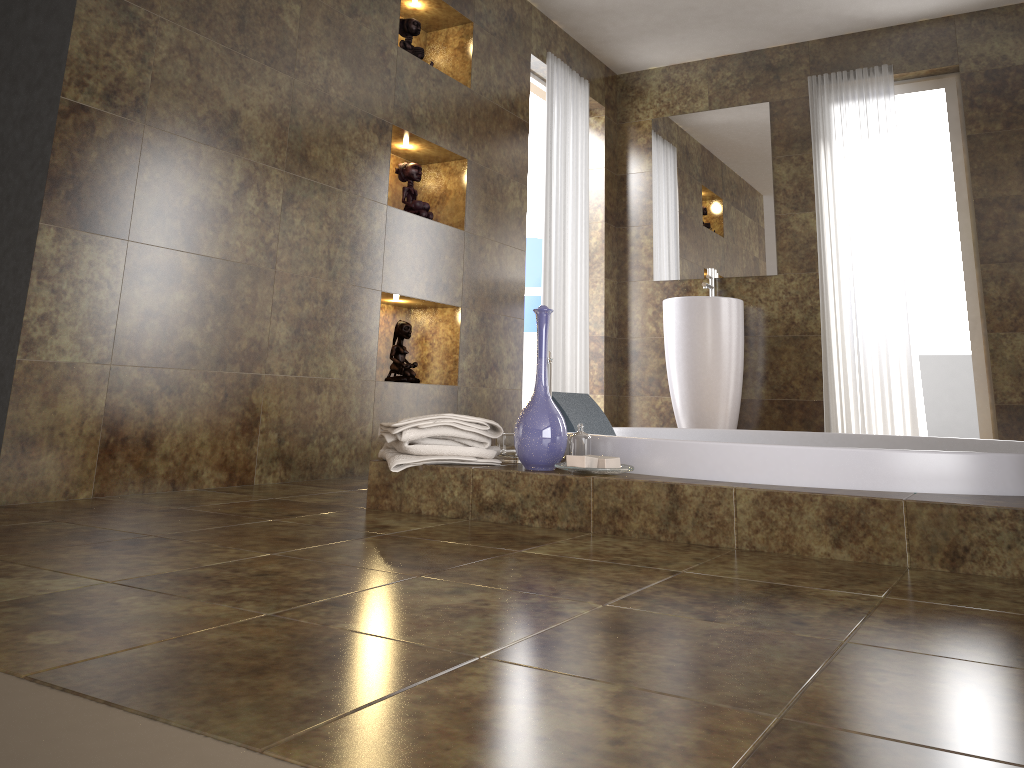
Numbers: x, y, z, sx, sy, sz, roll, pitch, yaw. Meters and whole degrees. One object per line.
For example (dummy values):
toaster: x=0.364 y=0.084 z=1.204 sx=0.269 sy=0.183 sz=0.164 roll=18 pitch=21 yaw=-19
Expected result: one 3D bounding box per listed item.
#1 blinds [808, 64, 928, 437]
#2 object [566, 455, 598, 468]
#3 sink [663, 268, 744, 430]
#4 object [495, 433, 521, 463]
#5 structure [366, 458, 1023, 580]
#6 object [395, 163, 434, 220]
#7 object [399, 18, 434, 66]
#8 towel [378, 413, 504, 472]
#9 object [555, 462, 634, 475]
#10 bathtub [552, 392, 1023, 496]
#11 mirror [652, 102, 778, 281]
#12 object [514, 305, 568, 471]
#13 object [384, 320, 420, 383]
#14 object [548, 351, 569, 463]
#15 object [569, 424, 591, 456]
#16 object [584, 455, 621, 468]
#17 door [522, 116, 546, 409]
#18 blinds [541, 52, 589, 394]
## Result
blinds: x=1.954 y=-0.711 z=4.824 sx=0.514 sy=2.350 sz=0.065 roll=-5 pitch=-15 yaw=28
object: x=0.167 y=0.187 z=2.059 sx=0.053 sy=0.035 sz=0.071 roll=-1 pitch=-5 yaw=31
sink: x=1.096 y=-0.133 z=4.946 sx=0.454 sy=1.179 sz=0.423 roll=-6 pitch=-14 yaw=32
object: x=0.036 y=0.184 z=2.488 sx=0.169 sy=0.078 sz=0.164 roll=1 pitch=-4 yaw=12
structure: x=0.980 y=0.320 z=2.665 sx=1.994 sy=0.129 sz=1.952 roll=1 pitch=-2 yaw=31
object: x=-0.440 y=-0.878 z=3.932 sx=0.173 sy=0.296 sz=0.108 roll=-4 pitch=-13 yaw=30
object: x=-0.457 y=-1.603 z=4.053 sx=0.151 sy=0.277 sz=0.118 roll=-5 pitch=-13 yaw=30
towel: x=-0.202 y=0.158 z=2.396 sx=0.320 sy=0.156 sz=0.329 roll=3 pitch=-4 yaw=-15
object: x=0.201 y=0.208 z=2.102 sx=0.189 sy=0.019 sz=0.184 roll=1 pitch=-2 yaw=19
bathtub: x=0.978 y=0.312 z=2.667 sx=1.732 sy=0.543 sz=1.712 roll=3 pitch=-3 yaw=-28
mirror: x=1.241 y=-1.194 z=5.391 sx=0.762 sy=1.132 sz=0.008 roll=-4 pitch=-14 yaw=29
object: x=0.076 y=0.004 z=2.221 sx=0.134 sy=0.436 sz=0.132 roll=-8 pitch=-16 yaw=37
object: x=-0.467 y=-0.142 z=3.730 sx=0.151 sy=0.284 sz=0.146 roll=-5 pitch=-13 yaw=30
object: x=0.095 y=0.064 z=2.350 sx=0.128 sy=0.320 sz=0.126 roll=-8 pitch=-15 yaw=37
object: x=0.179 y=0.163 z=2.264 sx=0.057 sy=0.120 sz=0.055 roll=3 pitch=-11 yaw=-7
object: x=0.209 y=0.193 z=2.114 sx=0.060 sy=0.033 sz=0.099 roll=6 pitch=-5 yaw=-45
door: x=-0.049 y=-0.692 z=5.648 sx=0.958 sy=2.311 sz=0.038 roll=-2 pitch=-14 yaw=19
blinds: x=0.323 y=-0.751 z=4.914 sx=0.067 sy=2.362 sz=0.579 roll=-7 pitch=-15 yaw=31
